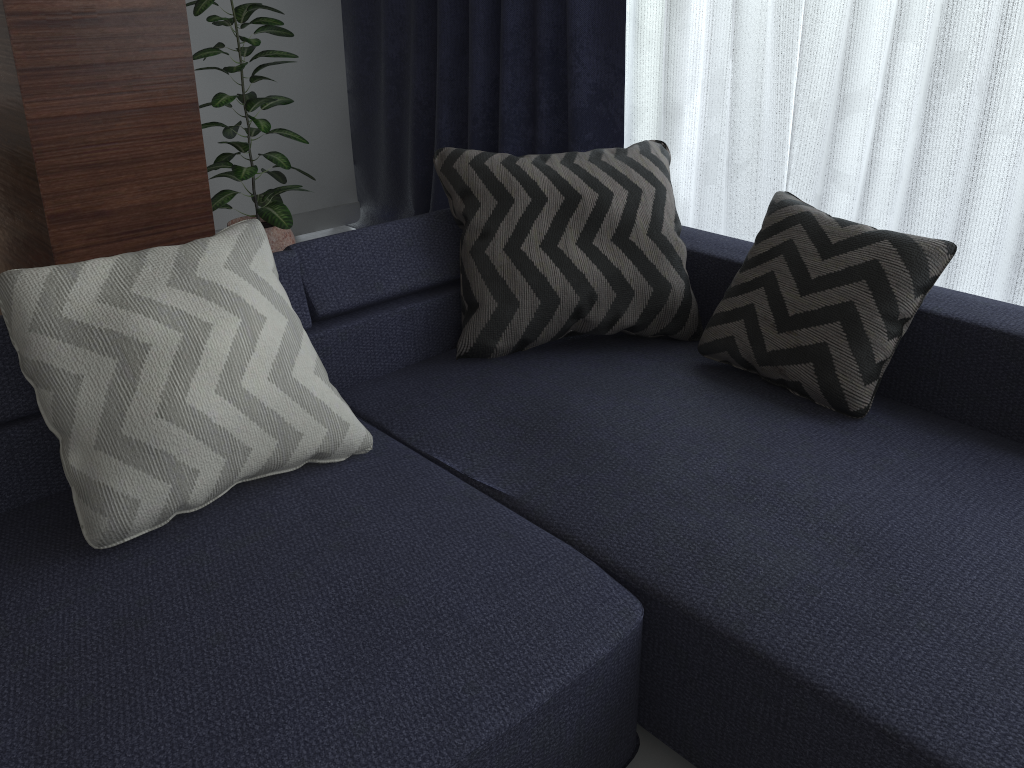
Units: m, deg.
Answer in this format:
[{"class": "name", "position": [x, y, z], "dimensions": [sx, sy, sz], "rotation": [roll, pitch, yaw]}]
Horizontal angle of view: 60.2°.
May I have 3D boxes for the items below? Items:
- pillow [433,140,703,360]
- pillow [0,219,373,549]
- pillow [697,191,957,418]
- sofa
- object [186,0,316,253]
[{"class": "pillow", "position": [0.136, -0.292, 2.099], "dimensions": [0.599, 0.502, 0.366], "rotation": [-6, 23, -12]}, {"class": "pillow", "position": [-0.542, -0.026, 1.500], "dimensions": [0.502, 0.376, 0.348], "rotation": [-21, 31, -39]}, {"class": "pillow", "position": [0.626, -0.175, 1.821], "dimensions": [0.290, 0.334, 0.423], "rotation": [-17, 29, -34]}, {"class": "sofa", "position": [-0.163, 0.392, 1.056], "dimensions": [2.916, 0.590, 1.931], "rotation": [-22, 33, -39]}, {"class": "object", "position": [-0.971, -1.227, 3.109], "dimensions": [0.504, 1.789, 0.497], "rotation": [5, 22, 14]}]
